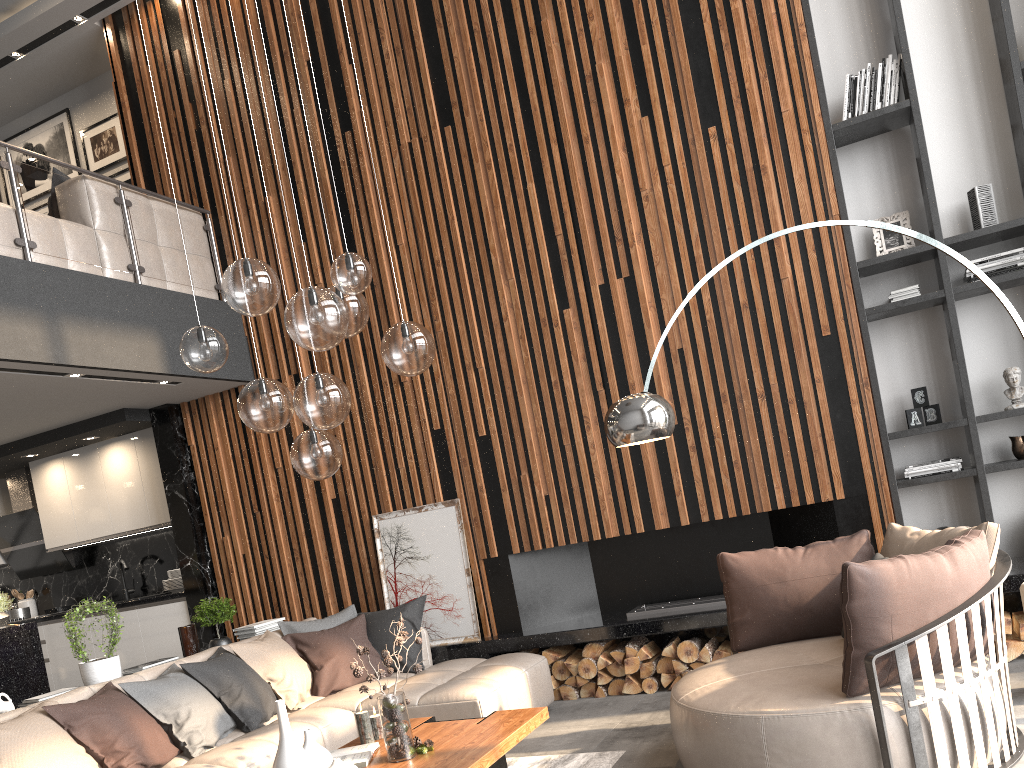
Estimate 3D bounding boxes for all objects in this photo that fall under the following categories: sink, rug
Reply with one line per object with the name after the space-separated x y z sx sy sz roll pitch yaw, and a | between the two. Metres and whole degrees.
-3.560 1.853 7.819 1.125 0.547 0.495 -14 -4 23 | sink
-0.584 1.962 3.694 1.626 0.019 2.292 -14 -9 22 | rug

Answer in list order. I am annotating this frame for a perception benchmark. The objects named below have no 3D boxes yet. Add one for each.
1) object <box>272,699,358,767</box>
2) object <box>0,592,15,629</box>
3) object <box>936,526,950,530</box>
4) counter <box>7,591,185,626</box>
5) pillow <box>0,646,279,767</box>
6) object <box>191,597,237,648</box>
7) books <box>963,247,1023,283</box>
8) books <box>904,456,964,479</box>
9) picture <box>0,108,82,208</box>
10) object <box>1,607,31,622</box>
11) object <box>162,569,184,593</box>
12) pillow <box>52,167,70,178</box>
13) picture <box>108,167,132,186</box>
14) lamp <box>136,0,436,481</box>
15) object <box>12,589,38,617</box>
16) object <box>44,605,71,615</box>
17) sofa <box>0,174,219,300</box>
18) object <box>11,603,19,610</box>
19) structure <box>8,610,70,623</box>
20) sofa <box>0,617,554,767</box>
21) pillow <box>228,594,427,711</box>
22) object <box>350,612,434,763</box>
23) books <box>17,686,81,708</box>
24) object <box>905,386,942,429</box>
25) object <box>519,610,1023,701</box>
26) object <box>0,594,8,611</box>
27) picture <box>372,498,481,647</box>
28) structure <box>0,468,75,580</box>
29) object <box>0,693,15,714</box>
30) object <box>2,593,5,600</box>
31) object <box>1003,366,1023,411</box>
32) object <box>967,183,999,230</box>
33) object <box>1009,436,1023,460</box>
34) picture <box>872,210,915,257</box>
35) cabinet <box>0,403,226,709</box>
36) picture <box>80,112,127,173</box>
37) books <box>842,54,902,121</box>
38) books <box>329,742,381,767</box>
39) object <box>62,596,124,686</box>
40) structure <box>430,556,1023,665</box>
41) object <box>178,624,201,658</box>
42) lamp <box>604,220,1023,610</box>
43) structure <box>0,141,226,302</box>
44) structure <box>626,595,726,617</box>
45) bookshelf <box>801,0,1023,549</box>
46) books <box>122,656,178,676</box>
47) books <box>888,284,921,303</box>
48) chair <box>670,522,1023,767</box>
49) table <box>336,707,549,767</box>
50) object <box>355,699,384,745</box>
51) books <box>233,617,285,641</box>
-0.821 1.413 3.436 0.325 0.397 0.312 -13 -3 42 | object
-3.768 1.651 6.410 0.214 0.284 0.218 -12 -3 36 | object
2.591 0.923 5.242 0.134 0.132 0.136 -11 -4 3 | object
-4.059 2.108 8.039 3.496 0.040 0.608 -14 -9 23 | counter
-1.824 1.718 4.499 0.548 0.496 1.936 -12 -8 22 | pillow
-1.992 1.635 5.890 0.307 0.407 0.275 -10 -2 -17 | object
2.765 -0.658 5.007 0.326 0.128 0.218 -14 -6 23 | books
2.506 0.501 5.215 0.326 0.078 0.218 -14 -8 23 | books
-4.377 -2.048 8.080 1.003 0.655 0.024 -13 0 24 | picture
-4.702 2.159 8.228 0.350 0.153 0.200 -12 -5 14 | object
-2.875 1.702 7.605 0.308 0.195 0.299 -13 -6 26 | object
-3.277 -1.046 6.506 0.752 0.545 1.412 -7 -8 -37 | pillow
-3.430 -1.543 7.728 0.653 0.642 0.024 -12 0 24 | picture
-1.207 -2.089 3.629 1.243 4.991 1.218 -11 1 20 | lamp
-4.740 2.137 8.554 0.160 0.304 0.173 -11 -1 26 | object
-4.288 2.118 8.198 0.232 0.060 0.354 -11 -8 1 | object
-3.727 -0.773 6.183 2.313 0.779 2.270 -14 -8 23 | sofa
-4.957 2.262 8.642 0.275 0.163 0.179 -13 -5 23 | object
-4.450 2.187 8.214 0.607 0.060 0.508 -14 -9 23 | structure
-1.208 1.807 4.652 1.897 0.815 3.234 -14 -8 22 | sofa
-1.182 1.780 5.725 1.367 0.546 0.776 -6 -7 -36 | pillow
-0.506 1.311 3.836 0.316 0.601 0.547 -11 -3 -7 | object
-2.473 1.720 4.731 0.196 0.099 0.347 -13 -8 22 | books
2.451 0.139 5.235 0.190 0.235 0.058 -12 0 22 | object
1.783 1.582 5.299 4.087 0.390 0.433 -14 -5 25 | object
-5.037 2.222 8.682 0.082 0.283 0.088 -11 0 23 | object
-0.615 1.367 6.227 0.737 0.997 0.100 -12 0 24 | picture
-4.576 1.316 8.291 0.746 1.030 0.409 -12 -1 23 | structure
-2.614 1.600 4.385 0.138 0.289 0.204 -11 -2 42 | object
-5.286 2.271 8.850 0.405 0.330 0.096 -13 -1 23 | object
2.884 0.023 5.026 0.135 0.244 0.140 -10 -1 -26 | object
2.696 -0.994 5.009 0.104 0.259 0.104 -11 0 3 | object
2.951 0.361 5.058 0.101 0.142 0.102 -10 -2 -29 | object
2.287 -0.885 5.253 0.218 0.271 0.113 -12 -1 24 | picture
-4.870 1.568 6.714 6.273 3.240 3.602 -13 -5 23 | cabinet
-3.605 -2.119 7.749 0.510 0.410 0.024 -13 0 24 | picture
2.120 -1.713 5.164 0.371 0.299 0.184 -13 -2 23 | books
-0.718 1.634 3.829 0.231 0.039 0.346 -11 -8 0 | books
-2.379 1.499 5.007 0.216 0.575 0.386 -11 -2 3 | object
0.768 1.802 5.938 6.606 0.458 0.664 -14 -6 24 | structure
-2.077 1.688 5.650 0.110 0.267 0.107 -11 0 29 | object
1.496 0.428 3.969 2.032 2.333 0.319 -11 1 0 | lamp
-4.571 -0.701 5.463 3.414 0.737 4.209 -14 -8 23 | structure
1.143 1.484 5.818 0.719 0.103 0.298 -14 -8 23 | structure
2.570 -1.604 5.007 1.475 5.309 0.334 -11 1 23 | bookshelf
-2.213 1.752 5.327 0.207 0.098 0.324 -13 -8 23 | books
2.335 -0.518 5.213 0.177 0.071 0.326 -13 -8 22 | books
1.402 1.154 3.838 1.463 0.897 1.472 -6 -7 -40 | chair
-0.489 1.765 3.669 0.907 0.353 1.448 -14 -8 22 | table
-0.669 1.581 4.126 0.078 0.210 0.152 -11 -2 33 | object
-1.781 1.773 6.217 0.202 0.149 0.331 -13 -7 23 | books
